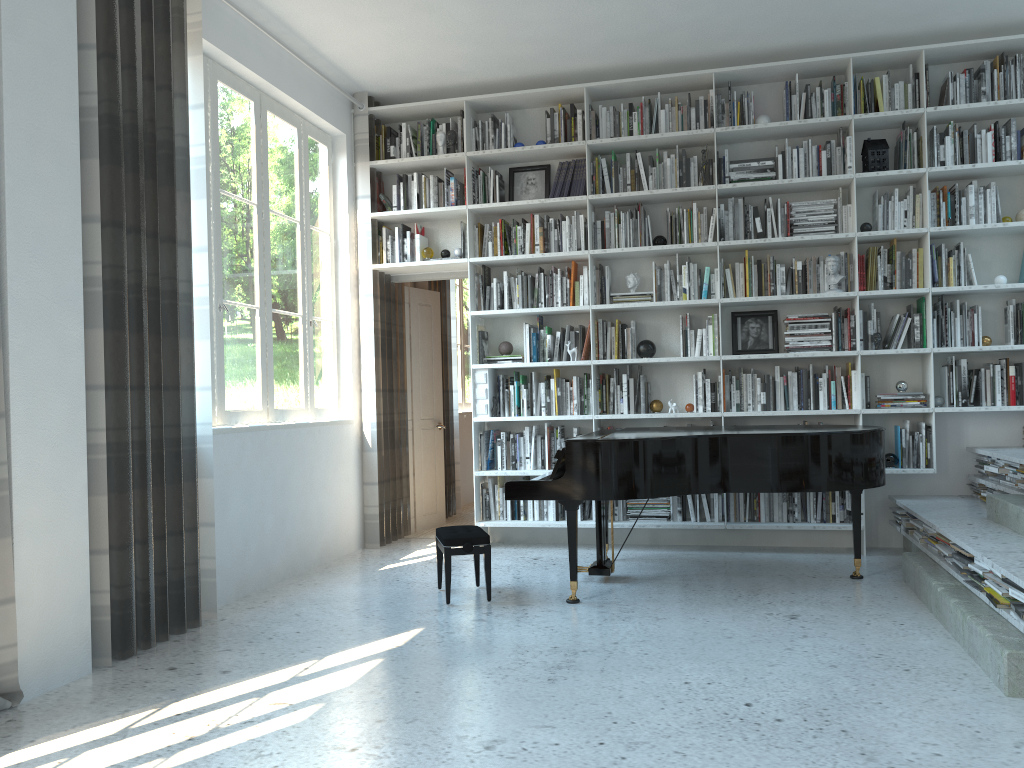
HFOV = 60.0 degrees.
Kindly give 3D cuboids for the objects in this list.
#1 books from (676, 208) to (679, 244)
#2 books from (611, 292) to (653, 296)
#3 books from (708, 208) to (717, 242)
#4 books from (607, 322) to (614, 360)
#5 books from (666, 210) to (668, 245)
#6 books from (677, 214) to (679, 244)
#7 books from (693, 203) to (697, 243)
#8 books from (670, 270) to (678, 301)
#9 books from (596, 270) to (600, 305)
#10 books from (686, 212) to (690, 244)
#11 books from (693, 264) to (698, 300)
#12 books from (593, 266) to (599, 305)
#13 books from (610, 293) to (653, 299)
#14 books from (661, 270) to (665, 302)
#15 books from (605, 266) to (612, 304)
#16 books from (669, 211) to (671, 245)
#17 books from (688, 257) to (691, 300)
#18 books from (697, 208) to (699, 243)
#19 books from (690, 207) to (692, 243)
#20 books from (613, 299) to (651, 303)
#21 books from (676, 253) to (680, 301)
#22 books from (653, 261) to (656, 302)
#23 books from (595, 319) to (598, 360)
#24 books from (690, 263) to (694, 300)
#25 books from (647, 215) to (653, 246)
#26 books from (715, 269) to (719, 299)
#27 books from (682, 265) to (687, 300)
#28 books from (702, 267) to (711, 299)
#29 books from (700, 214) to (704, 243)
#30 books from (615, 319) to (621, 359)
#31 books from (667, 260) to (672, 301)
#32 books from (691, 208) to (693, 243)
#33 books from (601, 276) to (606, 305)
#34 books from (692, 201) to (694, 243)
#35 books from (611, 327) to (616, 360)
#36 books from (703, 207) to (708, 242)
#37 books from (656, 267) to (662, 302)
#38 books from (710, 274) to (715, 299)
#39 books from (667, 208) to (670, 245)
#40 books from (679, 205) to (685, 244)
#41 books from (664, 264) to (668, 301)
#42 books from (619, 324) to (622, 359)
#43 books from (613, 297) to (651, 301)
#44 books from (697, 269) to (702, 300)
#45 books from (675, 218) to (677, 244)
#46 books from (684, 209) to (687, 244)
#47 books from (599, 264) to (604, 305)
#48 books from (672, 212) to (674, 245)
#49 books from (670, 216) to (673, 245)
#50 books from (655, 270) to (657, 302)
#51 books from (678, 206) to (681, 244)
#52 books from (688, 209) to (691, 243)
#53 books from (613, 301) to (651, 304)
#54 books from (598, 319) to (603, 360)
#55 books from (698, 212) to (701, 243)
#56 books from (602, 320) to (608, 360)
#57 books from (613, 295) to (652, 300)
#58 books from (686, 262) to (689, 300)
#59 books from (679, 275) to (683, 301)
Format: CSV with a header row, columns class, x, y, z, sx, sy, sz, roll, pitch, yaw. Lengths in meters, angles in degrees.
class,x,y,z,sx,sy,sz,roll,pitch,yaw
books,1.123,-1.042,5.997,0.009,0.266,0.149,-2,-1,14
books,0.822,-0.609,6.060,0.285,0.012,0.159,-2,-1,10
books,1.335,-1.033,5.905,0.064,0.237,0.208,-2,-1,14
books,0.676,-0.290,6.094,0.036,0.263,0.166,-2,-1,14
books,1.057,-1.034,6.011,0.005,0.254,0.161,-2,-1,14
books,1.123,-1.018,5.964,0.006,0.216,0.181,-2,-1,14
books,1.233,-1.054,5.951,0.022,0.284,0.190,-2,-1,14
books,1.098,-0.651,5.998,0.048,0.225,0.149,-2,-1,14
books,0.601,-0.652,6.118,0.024,0.257,0.134,-2,0,14
books,1.188,-1.029,5.983,0.011,0.236,0.130,-2,0,14
books,1.240,-0.671,5.970,0.022,0.256,0.152,-2,-1,14
books,0.585,-0.665,6.129,0.012,0.285,0.159,-2,-1,14
books,0.823,-0.597,6.064,0.285,0.012,0.159,-2,-1,16
books,1.033,-0.650,6.025,0.024,0.227,0.137,-2,-1,14
books,0.666,-0.664,6.104,0.021,0.278,0.136,-2,0,14
books,1.073,-1.028,5.986,0.005,0.240,0.173,-2,-1,14
books,1.196,-0.692,5.959,0.011,0.301,0.178,-2,-1,14
books,1.250,-1.041,5.954,0.010,0.257,0.140,-2,0,14
books,1.208,-1.044,5.965,0.004,0.265,0.141,-2,0,14
books,0.823,-0.561,6.060,0.254,0.012,0.161,-2,-1,10
books,1.123,-0.704,5.983,0.010,0.329,0.173,-2,0,14
books,0.970,-0.677,6.016,0.012,0.285,0.159,-2,-1,14
books,0.594,-0.298,6.126,0.012,0.285,0.159,-2,-1,14
books,1.213,-0.672,5.956,0.023,0.260,0.170,-2,-1,14
books,0.946,-1.018,6.031,0.031,0.232,0.147,-2,-1,14
books,1.373,-0.655,5.934,0.026,0.217,0.126,-2,-1,14
books,1.166,-0.664,5.968,0.028,0.247,0.170,-2,-1,14
books,1.299,-0.659,5.931,0.060,0.227,0.179,-2,-1,14
books,1.279,-1.021,5.951,0.024,0.216,0.142,-2,-1,14
books,0.726,-0.297,6.064,0.026,0.274,0.190,-2,-1,14
books,1.064,-0.681,5.990,0.012,0.286,0.167,-2,-1,14
books,1.212,-1.038,5.957,0.006,0.253,0.180,-2,-1,14
books,0.642,-0.629,6.115,0.034,0.209,0.136,-2,-1,14
books,1.218,-1.064,5.958,0.006,0.303,0.165,-2,0,14
books,0.707,-0.273,6.090,0.025,0.228,0.153,-2,-1,14
books,1.299,-1.042,5.936,0.022,0.257,0.155,-2,-1,14
books,0.999,-0.660,6.004,0.030,0.247,0.174,-2,-1,14
books,1.347,-0.637,5.938,0.027,0.181,0.142,-2,-1,14
books,1.067,-1.045,6.016,0.012,0.276,0.129,-2,0,14
books,1.153,-1.054,5.989,0.033,0.287,0.155,-2,0,14
books,1.051,-0.671,6.005,0.022,0.267,0.151,-2,-1,14
books,0.751,-0.282,6.079,0.014,0.244,0.153,-2,-1,14
books,0.822,-0.573,6.058,0.254,0.012,0.161,-2,-1,9
books,1.263,-0.653,5.965,0.026,0.219,0.150,-2,-1,14
books,1.112,-1.009,5.991,0.011,0.200,0.162,-2,-1,14
books,1.168,-1.033,5.951,0.013,0.243,0.188,-2,-1,14
books,0.621,-0.673,6.132,0.011,0.298,0.135,-2,0,14
books,1.089,-1.026,5.973,0.005,0.236,0.178,-2,-1,14
books,1.086,-1.016,6.001,0.013,0.216,0.149,-2,-1,14
books,0.985,-0.651,6.026,0.010,0.232,0.154,-2,-1,14
books,1.133,-1.047,5.983,0.005,0.275,0.157,-2,-1,14
books,1.198,-1.038,5.968,0.017,0.253,0.139,-2,0,14
books,0.826,-0.548,6.068,0.254,0.012,0.161,-2,-1,14
books,0.621,-0.299,6.110,0.025,0.284,0.145,-2,0,14
books,1.262,-1.027,5.955,0.011,0.229,0.165,-2,-1,14
books,0.647,-0.295,6.109,0.026,0.275,0.154,-2,-1,14
books,0.823,-0.585,6.062,0.254,0.012,0.161,-2,-1,11
books,1.183,-0.674,5.954,0.012,0.265,0.193,-2,-1,14
books,1.146,-0.635,5.992,0.025,0.189,0.140,-2,-1,14
